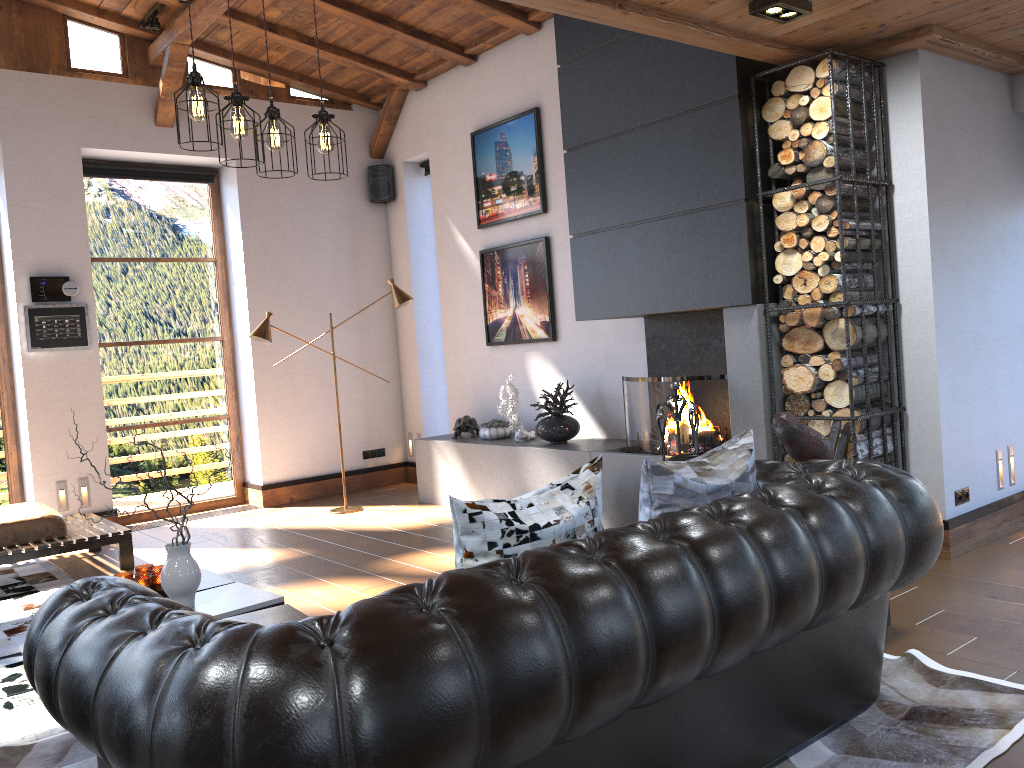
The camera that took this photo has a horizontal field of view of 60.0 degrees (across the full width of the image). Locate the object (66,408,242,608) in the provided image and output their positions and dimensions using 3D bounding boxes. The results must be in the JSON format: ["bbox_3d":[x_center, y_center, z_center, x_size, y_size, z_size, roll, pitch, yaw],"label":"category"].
[{"bbox_3d":[-1.347,0.470,3.418,0.626,0.808,0.402,-5,2,-28],"label":"object"}]

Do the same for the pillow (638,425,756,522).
[{"bbox_3d":[0.565,0.389,2.777,0.535,0.469,0.280,-6,3,-36],"label":"pillow"}]

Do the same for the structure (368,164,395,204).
[{"bbox_3d":[-1.261,-1.930,8.563,0.216,0.349,0.211,-6,3,-38],"label":"structure"}]

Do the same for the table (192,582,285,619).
[{"bbox_3d":[-1.259,1.044,3.422,0.658,0.350,0.395,-7,3,-43],"label":"table"}]

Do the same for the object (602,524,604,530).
[{"bbox_3d":[0.381,0.801,5.585,0.386,0.431,0.382,-5,2,-12],"label":"object"}]

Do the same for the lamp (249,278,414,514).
[{"bbox_3d":[-1.434,0.116,7.300,1.332,1.898,0.523,-5,2,-18],"label":"lamp"}]

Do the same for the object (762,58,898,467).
[{"bbox_3d":[1.713,-0.357,4.749,0.472,2.611,0.488,-6,2,-39],"label":"object"}]

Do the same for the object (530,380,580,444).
[{"bbox_3d":[0.327,0.204,6.519,0.335,0.455,0.340,-5,2,-13],"label":"object"}]

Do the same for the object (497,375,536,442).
[{"bbox_3d":[0.006,0.187,6.814,0.257,0.532,0.431,-4,2,20],"label":"object"}]

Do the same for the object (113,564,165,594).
[{"bbox_3d":[-1.550,0.835,3.749,0.246,0.081,0.302,-4,3,0],"label":"object"}]

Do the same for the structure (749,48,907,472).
[{"bbox_3d":[1.709,-0.363,4.737,0.518,2.616,0.496,-6,2,-39],"label":"structure"}]

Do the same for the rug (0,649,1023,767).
[{"bbox_3d":[-0.499,1.183,2.557,4.094,0.053,2.403,-6,3,-38],"label":"rug"}]

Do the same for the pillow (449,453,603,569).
[{"bbox_3d":[0.031,0.448,2.347,0.535,0.469,0.280,-6,3,-36],"label":"pillow"}]

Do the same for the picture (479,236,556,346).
[{"bbox_3d":[0.031,-0.734,7.219,0.036,0.816,0.869,-6,3,-38],"label":"picture"}]

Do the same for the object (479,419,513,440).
[{"bbox_3d":[-0.134,0.363,7.158,0.262,0.160,0.278,-6,3,-36],"label":"object"}]

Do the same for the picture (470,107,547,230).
[{"bbox_3d":[-0.043,-1.725,7.185,0.036,0.816,0.869,-6,3,-38],"label":"picture"}]

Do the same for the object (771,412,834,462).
[{"bbox_3d":[1.212,0.270,3.672,0.248,0.319,0.149,-4,2,2],"label":"object"}]

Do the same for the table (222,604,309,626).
[{"bbox_3d":[-1.007,1.042,3.047,0.658,0.350,0.396,-6,3,-34],"label":"table"}]

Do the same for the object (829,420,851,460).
[{"bbox_3d":[1.591,0.579,4.500,0.264,0.794,0.267,-3,2,35],"label":"object"}]

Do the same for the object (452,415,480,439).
[{"bbox_3d":[-0.393,0.357,7.452,0.226,0.183,0.406,-4,2,6],"label":"object"}]

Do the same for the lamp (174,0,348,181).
[{"bbox_3d":[-1.181,-2.033,3.888,0.258,2.201,0.813,-3,3,42],"label":"lamp"}]

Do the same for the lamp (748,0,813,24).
[{"bbox_3d":[1.170,-1.647,3.862,0.264,0.068,0.153,-6,3,-39],"label":"lamp"}]

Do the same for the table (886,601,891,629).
[{"bbox_3d":[1.271,0.723,3.694,0.423,0.609,0.400,-6,3,-38],"label":"table"}]

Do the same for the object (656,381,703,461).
[{"bbox_3d":[0.949,0.488,4.978,0.307,1.017,0.308,-4,2,7],"label":"object"}]

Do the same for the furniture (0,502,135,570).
[{"bbox_3d":[-3.939,1.117,5.404,2.794,0.436,1.161,-6,3,-39],"label":"furniture"}]

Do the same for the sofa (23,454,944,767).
[{"bbox_3d":[0.178,0.741,2.520,2.598,0.838,1.224,-6,3,-39],"label":"sofa"}]

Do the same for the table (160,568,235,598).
[{"bbox_3d":[-1.548,1.051,3.745,0.658,0.350,0.395,-6,3,-39],"label":"table"}]

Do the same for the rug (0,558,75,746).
[{"bbox_3d":[-3.286,1.312,4.281,2.462,0.053,3.763,-6,3,-38],"label":"rug"}]

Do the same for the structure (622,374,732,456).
[{"bbox_3d":[0.989,0.207,5.502,0.186,0.514,0.971,-6,3,-38],"label":"structure"}]
